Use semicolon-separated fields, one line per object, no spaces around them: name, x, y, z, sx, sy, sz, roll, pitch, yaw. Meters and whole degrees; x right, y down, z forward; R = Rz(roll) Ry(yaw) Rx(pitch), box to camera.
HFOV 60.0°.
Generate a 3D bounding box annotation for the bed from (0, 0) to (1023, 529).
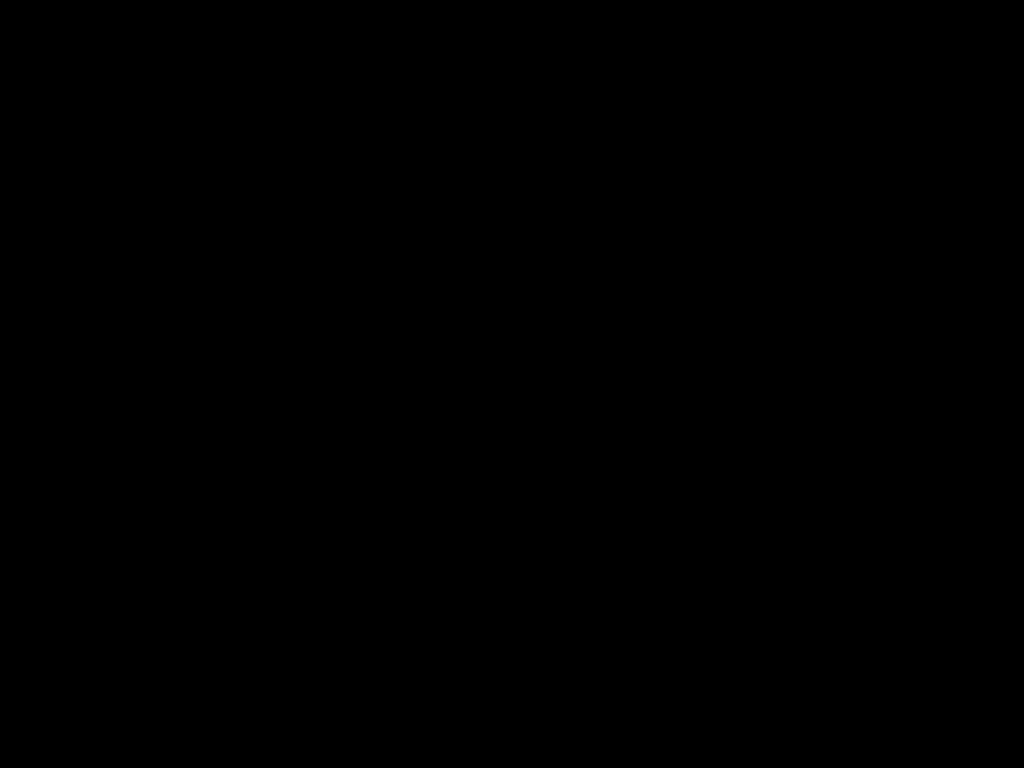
bed;0.022;-0.225;1.142;2.087;0.994;3.009;1;-2;19
